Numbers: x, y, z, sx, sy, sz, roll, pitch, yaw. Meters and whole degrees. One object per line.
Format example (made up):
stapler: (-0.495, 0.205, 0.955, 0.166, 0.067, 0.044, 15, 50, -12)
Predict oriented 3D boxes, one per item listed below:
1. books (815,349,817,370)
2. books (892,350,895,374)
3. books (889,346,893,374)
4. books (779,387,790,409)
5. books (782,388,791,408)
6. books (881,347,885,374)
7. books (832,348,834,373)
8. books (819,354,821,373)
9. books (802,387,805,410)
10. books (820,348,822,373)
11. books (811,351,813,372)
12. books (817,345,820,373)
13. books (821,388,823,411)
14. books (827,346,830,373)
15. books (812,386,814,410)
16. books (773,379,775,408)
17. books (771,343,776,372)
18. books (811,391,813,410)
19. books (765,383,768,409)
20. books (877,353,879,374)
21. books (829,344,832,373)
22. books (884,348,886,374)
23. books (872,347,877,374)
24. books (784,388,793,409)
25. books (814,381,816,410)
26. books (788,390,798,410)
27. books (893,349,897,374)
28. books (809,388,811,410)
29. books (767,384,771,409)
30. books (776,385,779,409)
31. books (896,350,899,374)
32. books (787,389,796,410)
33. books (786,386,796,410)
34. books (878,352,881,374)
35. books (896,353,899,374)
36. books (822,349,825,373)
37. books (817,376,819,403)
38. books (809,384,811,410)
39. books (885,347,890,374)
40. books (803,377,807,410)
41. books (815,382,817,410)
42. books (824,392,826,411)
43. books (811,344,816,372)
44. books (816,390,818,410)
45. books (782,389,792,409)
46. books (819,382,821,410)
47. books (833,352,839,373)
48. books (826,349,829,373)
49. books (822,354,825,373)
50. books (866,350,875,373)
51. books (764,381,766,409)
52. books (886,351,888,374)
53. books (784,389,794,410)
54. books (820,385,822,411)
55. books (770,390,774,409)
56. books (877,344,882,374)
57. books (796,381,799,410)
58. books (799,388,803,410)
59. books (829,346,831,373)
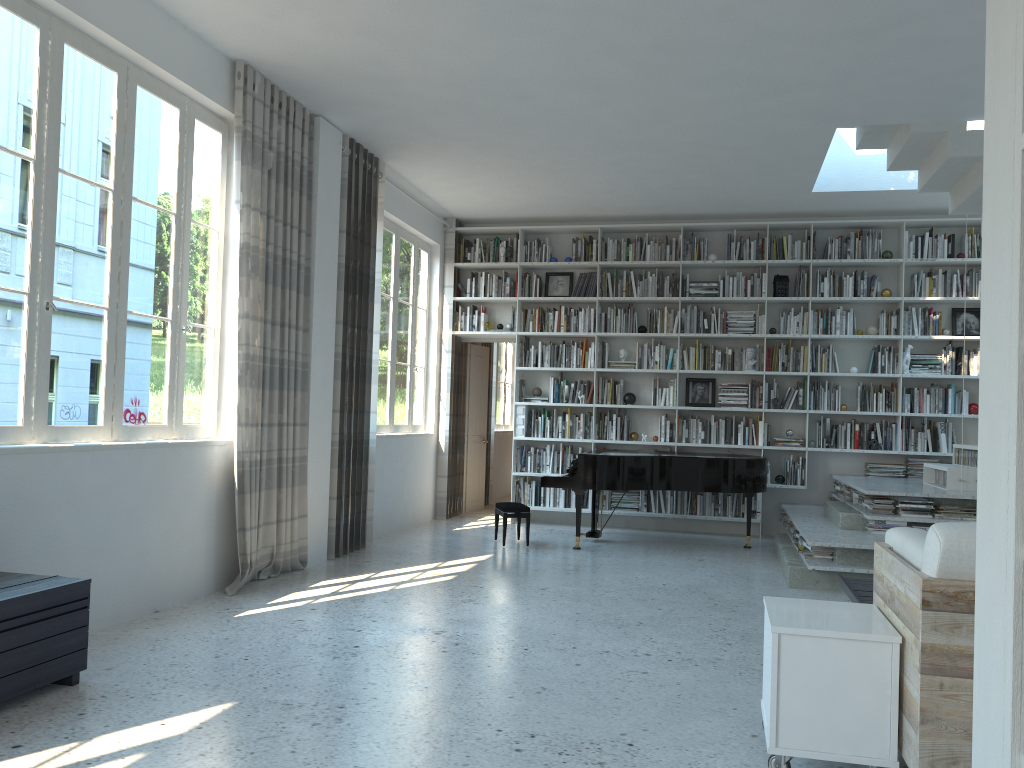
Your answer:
books: (3.018, -0.223, 8.828, 0.007, 0.244, 0.145, 2, -2, 13)
books: (3.712, -0.208, 8.655, 0.013, 0.244, 0.158, 2, -2, 13)
books: (3.683, -0.224, 8.641, 0.012, 0.273, 0.184, 2, -2, 13)
books: (2.722, 0.147, 8.858, 0.095, 0.228, 0.190, 1, -2, 13)
books: (2.735, 0.151, 8.874, 0.088, 0.220, 0.138, 1, -2, 13)
books: (3.616, -0.220, 8.670, 0.018, 0.263, 0.165, 2, -2, 13)
books: (3.174, -0.225, 8.789, 0.007, 0.254, 0.161, 2, -2, 13)
books: (3.050, -0.197, 8.808, 0.014, 0.192, 0.147, 2, -2, 13)
books: (2.895, 0.149, 8.830, 0.021, 0.226, 0.148, 2, -2, 13)
books: (3.066, -0.228, 8.811, 0.013, 0.256, 0.144, 2, -2, 13)
books: (2.974, -0.213, 8.828, 0.015, 0.220, 0.155, 2, -2, 13)
books: (3.033, -0.242, 8.789, 0.013, 0.279, 0.191, 2, -2, 13)
books: (3.062, 0.153, 8.776, 0.011, 0.226, 0.188, 2, -2, 13)
books: (3.134, -0.234, 8.785, 0.006, 0.270, 0.178, 2, -2, 13)
books: (2.992, 0.146, 8.825, 0.011, 0.239, 0.136, 2, -2, 13)
books: (2.628, 0.103, 8.899, 0.013, 0.306, 0.141, 2, -2, 13)
books: (2.624, -0.257, 8.906, 0.035, 0.293, 0.145, 2, -2, 13)
books: (2.976, 0.171, 8.819, 0.015, 0.188, 0.168, 2, -2, 13)
books: (2.558, 0.124, 8.924, 0.024, 0.263, 0.154, 2, -2, 13)
books: (3.571, -0.194, 8.677, 0.006, 0.209, 0.188, 2, -2, 13)
books: (3.151, -0.242, 8.787, 0.013, 0.287, 0.159, 2, -2, 13)
books: (3.632, -0.217, 8.667, 0.015, 0.259, 0.152, 2, -2, 13)
books: (3.553, -0.221, 8.689, 0.021, 0.264, 0.174, 2, -2, 13)
books: (2.760, 0.150, 8.875, 0.095, 0.226, 0.144, 1, -2, 13)
books: (3.004, 0.118, 8.809, 0.018, 0.295, 0.177, 2, -2, 13)
books: (2.800, 0.161, 8.857, 0.091, 0.205, 0.169, 1, -2, 13)
books: (3.720, -0.212, 8.636, 0.011, 0.252, 0.169, 2, -2, 13)
books: (2.954, 0.151, 8.821, 0.012, 0.226, 0.147, 2, -2, 13)
books: (2.582, 0.129, 8.915, 0.028, 0.253, 0.142, 2, -2, 13)
books: (2.665, 0.134, 8.900, 0.035, 0.248, 0.141, 2, -2, 13)
books: (3.754, -0.208, 8.634, 0.010, 0.245, 0.158, 2, -2, 13)
books: (2.791, 0.156, 8.871, 0.090, 0.215, 0.139, 1, -2, 13)
books: (2.785, 0.142, 8.863, 0.094, 0.238, 0.149, 1, -2, 13)
books: (3.581, -0.198, 8.675, 0.013, 0.219, 0.187, 2, -2, 13)
books: (3.739, -0.191, 8.646, 0.023, 0.212, 0.164, 2, -2, 13)
books: (3.092, -0.221, 8.800, 0.008, 0.242, 0.169, 2, -2, 13)
books: (3.038, 0.096, 8.817, 0.007, 0.342, 0.149, 2, -2, 13)
books: (2.963, 0.131, 8.813, 0.010, 0.266, 0.158, 2, -2, 13)
books: (3.666, -0.224, 8.667, 0.032, 0.274, 0.154, 2, -2, 13)
books: (2.913, 0.100, 8.825, 0.014, 0.325, 0.183, 2, -2, 13)
books: (3.015, 0.125, 8.804, 0.006, 0.281, 0.155, 2, -2, 13)
books: (3.087, 0.174, 8.778, 0.013, 0.186, 0.184, 2, -2, 13)
books: (2.993, -0.246, 8.815, 0.035, 0.287, 0.191, 2, -2, 13)
books: (3.024, 0.164, 8.808, 0.013, 0.204, 0.154, 2, -2, 13)
books: (2.740, 0.156, 8.859, 0.089, 0.210, 0.176, 1, -2, 13)
books: (3.044, 0.124, 8.790, 0.005, 0.283, 0.159, 2, -2, 13)
books: (3.196, -0.202, 8.755, 0.051, 0.210, 0.176, 1, -2, 13)
books: (3.125, -0.220, 8.796, 0.017, 0.243, 0.132, 2, -2, 13)
books: (3.073, -0.197, 8.777, 0.017, 0.192, 0.191, 2, -2, 13)
books: (3.518, -0.209, 8.704, 0.056, 0.241, 0.153, 1, -2, 13)
books: (2.540, 0.112, 8.929, 0.012, 0.285, 0.159, 2, -2, 13)
books: (3.643, -0.200, 8.656, 0.012, 0.224, 0.178, 2, -2, 13)
books: (2.770, 0.157, 8.868, 0.090, 0.212, 0.143, 1, -2, 13)
books: (3.053, 0.142, 8.790, 0.013, 0.248, 0.165, 2, -2, 13)
books: (2.603, 0.159, 8.888, 0.027, 0.192, 0.182, 2, -2, 13)
books: (3.598, -0.236, 8.689, 0.013, 0.295, 0.154, 2, -2, 13)
books: (2.853, 0.119, 8.851, 0.013, 0.285, 0.138, 2, -2, 13)
books: (2.868, 0.150, 8.825, 0.029, 0.223, 0.171, 2, -2, 13)
books: (3.141, -0.236, 8.789, 0.006, 0.273, 0.167, 2, -2, 13)
